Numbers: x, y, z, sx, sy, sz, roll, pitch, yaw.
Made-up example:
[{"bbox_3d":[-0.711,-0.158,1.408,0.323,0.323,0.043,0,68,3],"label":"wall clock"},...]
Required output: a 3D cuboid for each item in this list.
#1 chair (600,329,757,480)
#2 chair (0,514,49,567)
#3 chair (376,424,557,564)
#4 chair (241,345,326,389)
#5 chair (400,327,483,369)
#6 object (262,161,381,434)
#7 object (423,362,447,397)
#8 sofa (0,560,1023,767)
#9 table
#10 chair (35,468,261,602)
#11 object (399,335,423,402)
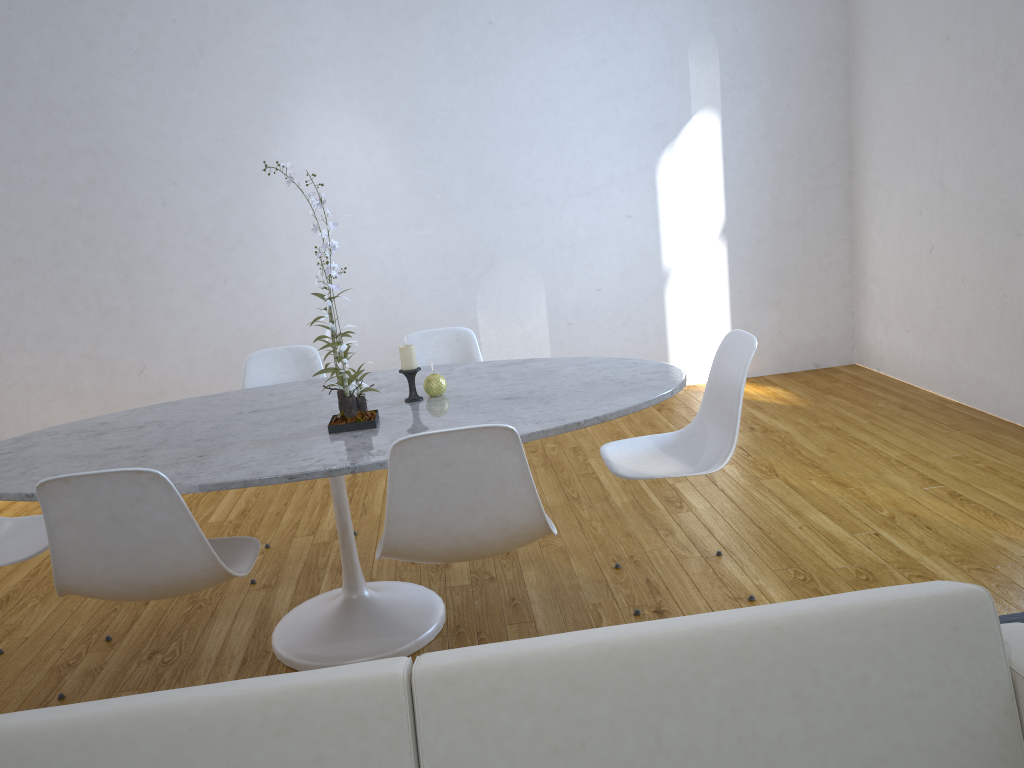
[{"bbox_3d":[0.446,0.056,2.414,0.419,0.354,0.403,-7,13,-2],"label":"chair"},{"bbox_3d":[-1.396,0.287,2.299,0.419,0.354,0.403,-7,13,-2],"label":"chair"},{"bbox_3d":[-0.117,0.216,1.959,0.405,0.354,0.416,-7,13,-4],"label":"chair"},{"bbox_3d":[-0.762,0.081,2.932,0.405,0.354,0.416,-8,13,-5],"label":"chair"},{"bbox_3d":[-0.233,0.017,2.952,0.405,0.354,0.416,-7,13,-1],"label":"chair"},{"bbox_3d":[-0.416,-0.208,2.097,0.166,0.643,0.200,0,15,24],"label":"object"},{"bbox_3d":[-0.209,-0.014,2.377,0.063,0.092,0.062,6,18,42],"label":"object"},{"bbox_3d":[-0.309,0.852,0.016,5.335,0.684,9.659,-7,12,-4],"label":"sofa"},{"bbox_3d":[-0.454,0.379,2.400,1.909,0.627,1.063,-7,12,-4],"label":"table"},{"bbox_3d":[-0.792,0.296,1.938,0.405,0.354,0.416,-6,13,0],"label":"chair"},{"bbox_3d":[-0.270,-0.043,2.338,0.059,0.178,0.058,-11,14,-18],"label":"object"}]
